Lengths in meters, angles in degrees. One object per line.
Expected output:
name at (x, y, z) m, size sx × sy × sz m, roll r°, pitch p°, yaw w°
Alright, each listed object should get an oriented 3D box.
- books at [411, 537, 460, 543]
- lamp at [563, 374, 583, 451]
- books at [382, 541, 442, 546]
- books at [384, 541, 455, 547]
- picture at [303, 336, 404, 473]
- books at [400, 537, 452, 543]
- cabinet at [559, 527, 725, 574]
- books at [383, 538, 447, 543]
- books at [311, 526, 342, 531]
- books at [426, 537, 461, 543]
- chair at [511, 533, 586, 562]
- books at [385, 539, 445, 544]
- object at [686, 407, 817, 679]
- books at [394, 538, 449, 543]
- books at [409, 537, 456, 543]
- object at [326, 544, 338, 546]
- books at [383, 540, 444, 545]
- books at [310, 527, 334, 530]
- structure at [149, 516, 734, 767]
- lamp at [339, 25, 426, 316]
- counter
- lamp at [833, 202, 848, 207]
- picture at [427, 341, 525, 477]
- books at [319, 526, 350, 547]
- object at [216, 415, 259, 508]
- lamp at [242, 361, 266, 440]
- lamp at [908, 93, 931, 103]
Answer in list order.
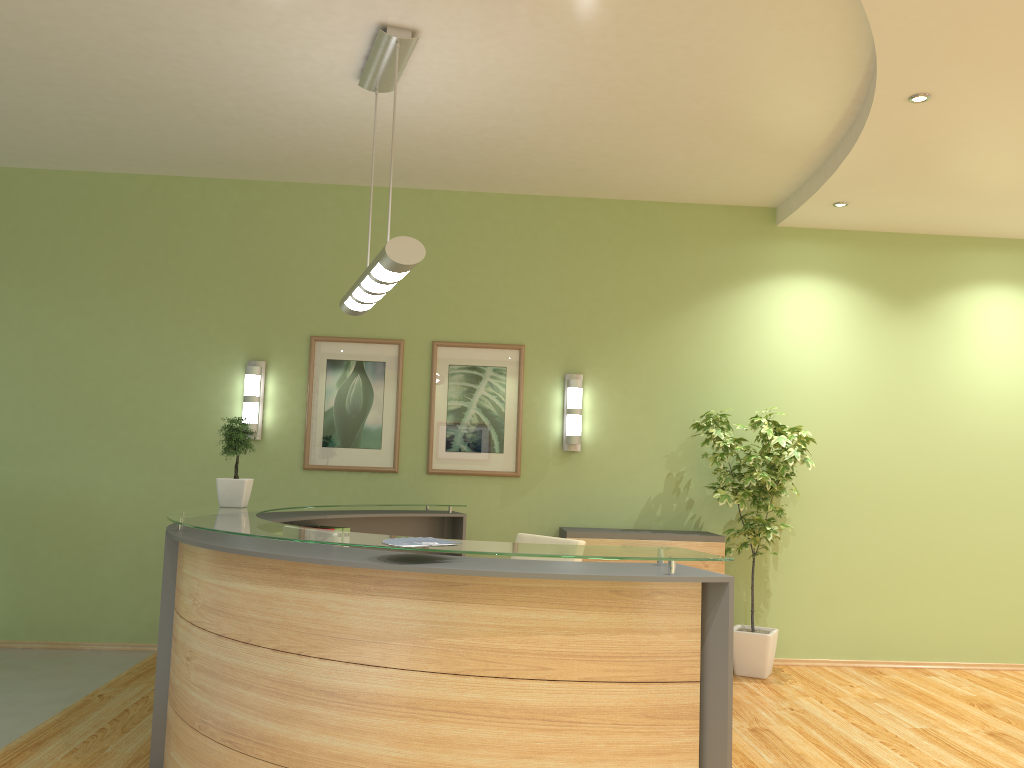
books at (-0.309, 0.558, 3.160) m, size 0.210 × 0.004 × 0.150 m, roll -3°, pitch -7°, yaw 41°
lamp at (0.461, 0.210, 6.637) m, size 0.134 × 0.580 × 0.142 m, roll 2°, pitch -5°, yaw -3°
books at (-0.323, 0.546, 3.040) m, size 0.210 × 0.004 × 0.150 m, roll 5°, pitch -6°, yaw -28°
books at (-0.313, 0.545, 3.025) m, size 0.210 × 0.004 × 0.150 m, roll 6°, pitch -7°, yaw -38°
picture at (-1.177, 0.150, 6.601) m, size 0.700 × 1.000 × 0.025 m, roll 2°, pitch -5°, yaw -3°
books at (-0.328, 0.554, 3.129) m, size 0.210 × 0.004 × 0.150 m, roll 0°, pitch -6°, yaw 22°
cabinet at (0.907, 1.545, 6.345) m, size 1.115 × 0.966 × 0.501 m, roll 2°, pitch -5°, yaw -3°
books at (-0.335, 0.551, 3.093) m, size 0.210 × 0.004 × 0.150 m, roll 2°, pitch -5°, yaw 2°
books at (-1.161, 1.034, 5.523) m, size 0.231 × 0.282 × 0.063 m, roll -2°, pitch -7°, yaw 38°
books at (-0.296, 0.559, 3.172) m, size 0.150 × 0.004 × 0.210 m, roll 6°, pitch -7°, yaw -38°
chair at (-0.044, 1.304, 4.460) m, size 0.652 × 1.048 × 0.584 m, roll 6°, pitch -7°, yaw -40°
books at (-0.334, 0.549, 3.075) m, size 0.210 × 0.004 × 0.150 m, roll 3°, pitch -5°, yaw -8°
object at (1.716, 1.108, 6.333) m, size 0.916 × 1.905 × 0.649 m, roll 3°, pitch -5°, yaw -15°
books at (-0.333, 0.552, 3.111) m, size 0.210 × 0.004 × 0.150 m, roll 1°, pitch -5°, yaw 12°
books at (-0.320, 0.556, 3.145) m, size 0.210 × 0.004 × 0.150 m, roll -1°, pitch -6°, yaw 32°
object at (-0.820, 0.816, 3.693) m, size 0.206 × 0.405 × 0.411 m, roll 7°, pitch -7°, yaw -43°
books at (-0.330, 0.547, 3.057) m, size 0.210 × 0.004 × 0.150 m, roll 4°, pitch -6°, yaw -18°
books at (-1.211, 1.025, 5.440) m, size 0.233 × 0.282 × 0.062 m, roll 0°, pitch -6°, yaw 21°
structure at (-0.740, 1.256, 4.318) m, size 1.837 × 1.049 × 3.673 m, roll 4°, pitch -6°, yaw -18°
lamp at (-0.667, -1.074, 4.529) m, size 0.197 × 1.249 × 1.470 m, roll 4°, pitch -6°, yaw -18°
counter at (-0.720, 0.696, 4.370) m, size 1.837 × 0.078 × 3.674 m, roll 4°, pitch -6°, yaw -18°
lamp at (2.339, -1.275, 6.313) m, size 0.105 × 0.011 × 0.105 m, roll 6°, pitch -6°, yaw -36°
picture at (-0.268, 0.186, 6.653) m, size 0.700 × 1.000 × 0.025 m, roll 2°, pitch -5°, yaw -3°
books at (-1.120, 1.041, 5.580) m, size 0.231 × 0.282 × 0.063 m, roll -2°, pitch -7°, yaw 39°
object at (-1.513, 0.419, 4.859) m, size 0.216 × 0.507 × 0.230 m, roll 0°, pitch -6°, yaw 23°
lamp at (-1.901, 0.115, 6.501) m, size 0.134 × 0.580 × 0.142 m, roll 2°, pitch -5°, yaw -3°
lamp at (2.073, -1.451, 4.511) m, size 0.105 × 0.011 × 0.105 m, roll 3°, pitch -5°, yaw -13°
